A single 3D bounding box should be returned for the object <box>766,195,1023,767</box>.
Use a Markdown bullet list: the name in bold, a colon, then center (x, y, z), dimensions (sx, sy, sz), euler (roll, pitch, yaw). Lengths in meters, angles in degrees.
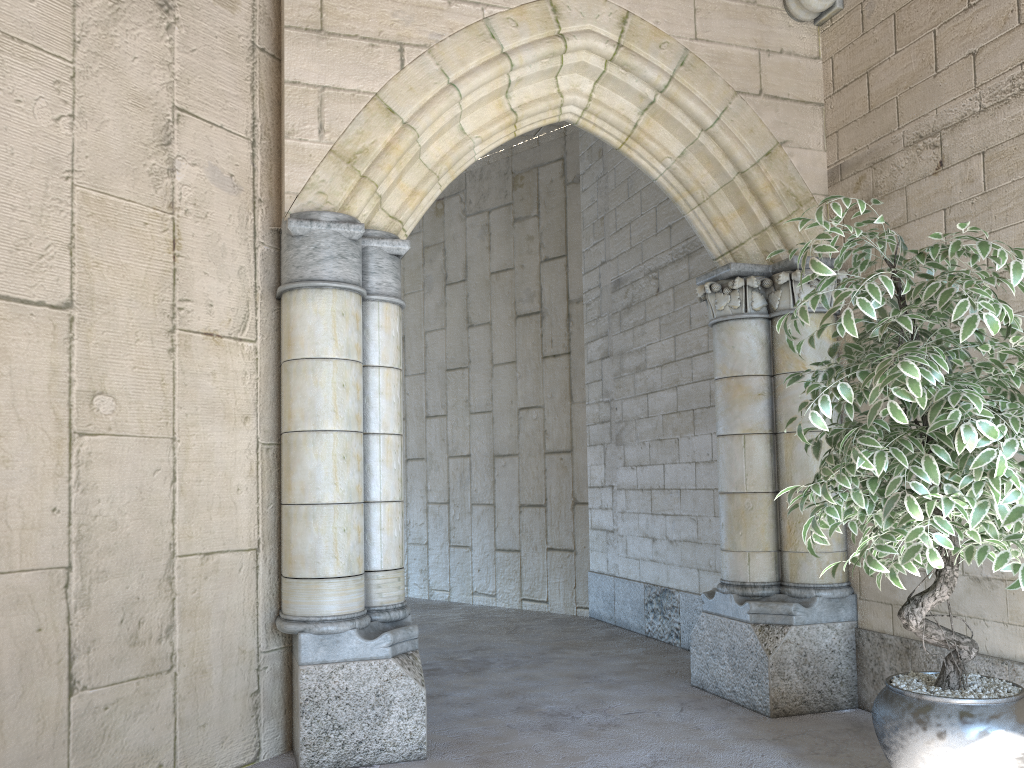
- **object**: center (1.081, 0.303, 2.306), dimensions (0.787, 1.612, 0.753), euler (-2, -5, 13)
